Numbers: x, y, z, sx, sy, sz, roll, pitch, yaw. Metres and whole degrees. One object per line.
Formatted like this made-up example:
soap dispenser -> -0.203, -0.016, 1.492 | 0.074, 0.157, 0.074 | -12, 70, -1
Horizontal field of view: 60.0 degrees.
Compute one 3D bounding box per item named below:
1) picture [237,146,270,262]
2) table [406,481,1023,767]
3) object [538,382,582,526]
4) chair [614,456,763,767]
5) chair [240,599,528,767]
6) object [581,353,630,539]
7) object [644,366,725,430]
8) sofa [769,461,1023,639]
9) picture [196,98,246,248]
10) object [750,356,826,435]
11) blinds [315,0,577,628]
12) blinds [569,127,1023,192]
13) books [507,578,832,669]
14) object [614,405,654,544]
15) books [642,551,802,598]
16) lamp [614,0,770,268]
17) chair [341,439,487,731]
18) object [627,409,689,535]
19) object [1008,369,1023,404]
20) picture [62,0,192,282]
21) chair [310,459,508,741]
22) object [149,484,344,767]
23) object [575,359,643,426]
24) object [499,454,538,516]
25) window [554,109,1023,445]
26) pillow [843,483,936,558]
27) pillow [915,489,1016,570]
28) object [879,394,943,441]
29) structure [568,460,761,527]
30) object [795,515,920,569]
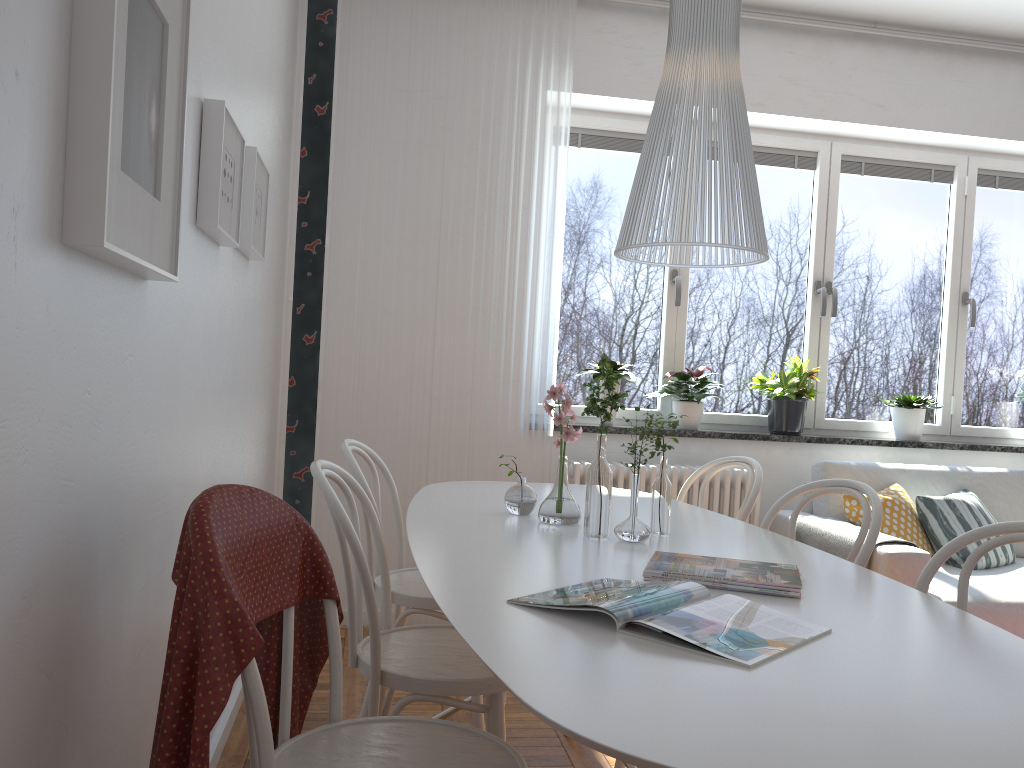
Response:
picture -> -0.747, -0.511, 2.559 | 0.047, 0.273, 0.311 | 3, 1, -9
table -> 0.221, 0.735, 1.932 | 0.931, 0.770, 2.288 | 3, 0, -9
object -> 0.128, 0.169, 2.190 | 0.111, 0.349, 0.108 | 2, 1, -40
chair -> 1.946, 0.542, 3.349 | 3.695, 1.343, 0.447 | 3, 1, -24
chair -> -0.236, 0.636, 1.381 | 0.520, 0.918, 0.447 | 3, 1, 1
object -> 0.206, 0.138, 2.025 | 0.107, 0.420, 0.110 | 3, 1, -20
object -> 0.848, 0.064, 4.262 | 0.380, 0.309, 0.370 | 3, 1, -34
sofa -> 2.446, 0.823, 3.779 | 2.462, 0.843, 1.003 | 3, 0, -9
picture -> -0.670, -0.475, 2.055 | 0.047, 0.273, 0.311 | 3, 1, -9
object -> 1.331, 0.053, 4.308 | 0.333, 0.385, 0.299 | 3, 1, 6
blinds -> -0.288, -0.359, 3.904 | 1.038, 2.887, 0.055 | 3, 1, -9
blinds -> 1.601, -1.119, 4.495 | 2.845, 0.098, 0.015 | 3, 1, -9
books -> 0.232, 0.336, 1.338 | 0.405, 0.029, 0.266 | 3, 0, 41
object -> 0.277, 0.198, 1.977 | 0.084, 0.308, 0.084 | 4, 1, 36
books -> 0.390, 0.348, 1.635 | 0.278, 0.022, 0.204 | 3, 0, 18
lamp -> 0.384, -0.990, 1.689 | 0.292, 1.497, 0.293 | 4, 1, 36
chair -> -0.265, 0.633, 2.624 | 0.520, 0.918, 0.447 | 3, 1, -4
object -> 0.351, 0.209, 2.125 | 0.146, 0.294, 0.098 | 4, 1, 25
object -> 2.728, 0.101, 4.601 | 0.286, 0.444, 0.340 | 3, 1, -21
picture -> -0.557, -0.437, 1.319 | 0.050, 0.524, 0.431 | 3, 1, -9
chair -> -0.204, 0.637, 1.968 | 0.520, 0.918, 0.447 | 3, 1, -9
object -> -0.420, 0.450, 1.389 | 0.201, 0.580, 0.491 | 3, 1, 6
object -> 0.464, 0.039, 4.147 | 0.292, 0.316, 0.354 | 3, 1, -18
object -> 0.013, 0.262, 2.302 | 0.112, 0.151, 0.087 | 3, 1, 14
window -> 1.571, -0.498, 4.472 | 3.020, 1.511, 0.151 | 3, 1, -9
pillow -> 1.599, 0.593, 3.727 | 0.464, 0.318, 0.312 | 3, 1, -41
pillow -> 1.932, 0.609, 3.763 | 0.470, 0.289, 0.309 | 3, 1, -38
object -> 1.989, 0.163, 4.434 | 0.267, 0.237, 0.283 | 3, 1, -27
structure -> 0.668, 0.676, 4.039 | 0.972, 0.624, 0.224 | 3, 1, -9
object -> 1.330, 0.828, 3.512 | 0.288, 0.534, 0.608 | 3, 1, -9
